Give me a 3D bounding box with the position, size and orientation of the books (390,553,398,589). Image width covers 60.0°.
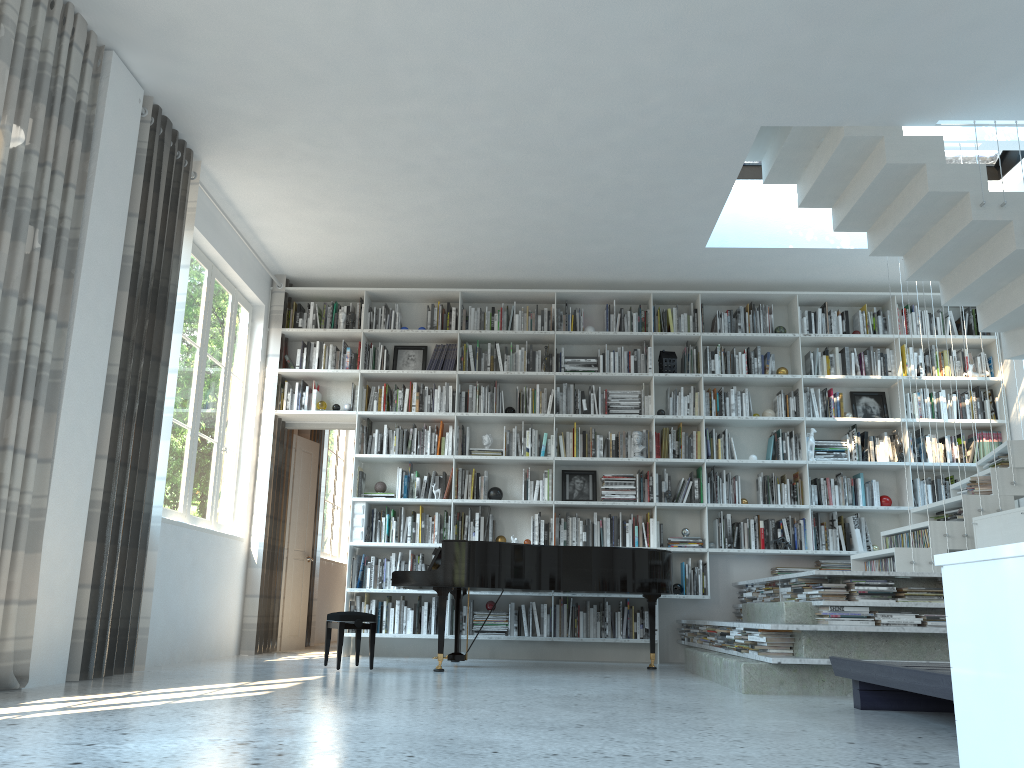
[{"bbox_3d":[-0.989,1.574,7.438,0.027,0.298,0.142,1,-14,2],"label":"books"}]

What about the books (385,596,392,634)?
[{"bbox_3d":[-1.023,1.908,7.339,0.013,0.299,0.184,1,-14,2],"label":"books"}]

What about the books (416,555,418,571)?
[{"bbox_3d":[-0.793,1.586,7.437,0.013,0.283,0.139,1,-14,2],"label":"books"}]

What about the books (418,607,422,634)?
[{"bbox_3d":[-0.752,1.959,7.341,0.024,0.213,0.137,1,-14,2],"label":"books"}]

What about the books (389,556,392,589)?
[{"bbox_3d":[-1.009,1.588,7.442,0.013,0.273,0.146,1,-14,2],"label":"books"}]

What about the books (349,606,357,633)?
[{"bbox_3d":[-1.315,1.950,7.357,0.023,0.215,0.159,1,-14,2],"label":"books"}]

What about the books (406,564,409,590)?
[{"bbox_3d":[-0.861,1.619,7.422,0.013,0.208,0.155,1,-14,2],"label":"books"}]

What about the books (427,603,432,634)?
[{"bbox_3d":[-0.671,1.937,7.353,0.040,0.263,0.138,1,-14,2],"label":"books"}]

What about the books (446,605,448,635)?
[{"bbox_3d":[-0.518,1.942,7.295,0.017,0.232,0.213,1,-14,2],"label":"books"}]

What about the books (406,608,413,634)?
[{"bbox_3d":[-0.846,1.955,7.321,0.028,0.205,0.171,1,-14,2],"label":"books"}]

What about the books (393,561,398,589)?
[{"bbox_3d":[-0.971,1.607,7.432,0.012,0.232,0.149,1,-14,2],"label":"books"}]

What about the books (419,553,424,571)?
[{"bbox_3d":[-0.758,1.574,7.421,0.013,0.300,0.173,1,-14,2],"label":"books"}]

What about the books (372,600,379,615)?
[{"bbox_3d":[-1.134,1.923,7.339,0.023,0.265,0.177,1,-14,2],"label":"books"}]

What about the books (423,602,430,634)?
[{"bbox_3d":[-0.705,1.935,7.330,0.027,0.255,0.179,1,-14,2],"label":"books"}]

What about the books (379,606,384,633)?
[{"bbox_3d":[-1.068,1.948,7.340,0.022,0.220,0.163,1,-14,2],"label":"books"}]

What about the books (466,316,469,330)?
[{"bbox_3d":[-0.396,-0.501,7.933,0.024,0.182,0.133,1,-14,2],"label":"books"}]

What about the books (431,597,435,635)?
[{"bbox_3d":[-0.640,1.915,7.327,0.021,0.295,0.188,1,-14,2],"label":"books"}]

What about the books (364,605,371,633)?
[{"bbox_3d":[-1.192,1.943,7.342,0.022,0.225,0.155,1,-14,2],"label":"books"}]

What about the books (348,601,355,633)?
[{"bbox_3d":[-1.332,1.931,7.362,0.012,0.253,0.161,1,-14,2],"label":"books"}]

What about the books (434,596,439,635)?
[{"bbox_3d":[-0.624,1.911,7.325,0.012,0.303,0.166,1,-14,2],"label":"books"}]

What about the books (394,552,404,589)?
[{"bbox_3d":[-0.945,1.566,7.420,0.039,0.306,0.172,1,-14,2],"label":"books"}]

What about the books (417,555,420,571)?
[{"bbox_3d":[-0.776,1.580,7.425,0.022,0.290,0.138,1,-14,2],"label":"books"}]

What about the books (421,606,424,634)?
[{"bbox_3d":[-0.730,1.951,7.330,0.022,0.224,0.141,1,-14,2],"label":"books"}]

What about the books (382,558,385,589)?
[{"bbox_3d":[-1.061,1.589,7.415,0.013,0.256,0.190,1,-14,2],"label":"books"}]

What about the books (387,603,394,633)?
[{"bbox_3d":[-1.005,1.939,7.353,0.022,0.246,0.135,1,-14,2],"label":"books"}]

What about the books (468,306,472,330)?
[{"bbox_3d":[-0.372,-0.545,7.953,0.021,0.278,0.141,1,-14,2],"label":"books"}]

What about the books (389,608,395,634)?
[{"bbox_3d":[-0.980,1.955,7.322,0.030,0.201,0.168,1,-14,2],"label":"books"}]

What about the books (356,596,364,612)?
[{"bbox_3d":[-1.259,1.910,7.353,0.044,0.293,0.181,1,-14,2],"label":"books"}]

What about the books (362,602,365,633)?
[{"bbox_3d":[-1.225,1.935,7.353,0.024,0.246,0.143,1,-14,2],"label":"books"}]

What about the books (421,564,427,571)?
[{"bbox_3d":[-0.723,1.616,7.412,0.059,0.215,0.178,1,-14,2],"label":"books"}]

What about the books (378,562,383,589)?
[{"bbox_3d":[-1.082,1.604,7.410,0.028,0.222,0.189,1,-14,2],"label":"books"}]

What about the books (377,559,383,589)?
[{"bbox_3d":[-1.105,1.600,7.446,0.022,0.247,0.134,1,-14,2],"label":"books"}]

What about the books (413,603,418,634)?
[{"bbox_3d":[-0.789,1.936,7.318,0.023,0.243,0.188,1,-14,2],"label":"books"}]

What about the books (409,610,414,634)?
[{"bbox_3d":[-0.817,1.963,7.312,0.031,0.187,0.190,1,-14,2],"label":"books"}]

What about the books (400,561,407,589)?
[{"bbox_3d":[-0.911,1.605,7.431,0.031,0.238,0.132,1,-14,2],"label":"books"}]

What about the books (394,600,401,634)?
[{"bbox_3d":[-0.935,1.926,7.333,0.031,0.265,0.187,1,-14,2],"label":"books"}]

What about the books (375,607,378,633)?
[{"bbox_3d":[-1.112,1.957,7.346,0.022,0.205,0.159,1,-14,2],"label":"books"}]

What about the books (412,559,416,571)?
[{"bbox_3d":[-0.814,1.599,7.431,0.029,0.254,0.153,1,-14,2],"label":"books"}]

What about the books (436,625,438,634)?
[{"bbox_3d":[-0.585,1.940,7.340,0.065,0.255,0.156,1,-14,2],"label":"books"}]

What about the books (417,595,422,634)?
[{"bbox_3d":[-0.770,1.912,7.355,0.013,0.309,0.131,1,-14,2],"label":"books"}]

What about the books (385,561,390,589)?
[{"bbox_3d":[-1.031,1.605,7.419,0.028,0.228,0.158,1,-14,2],"label":"books"}]

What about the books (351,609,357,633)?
[{"bbox_3d":[-1.290,1.956,7.327,0.029,0.190,0.177,1,-14,2],"label":"books"}]

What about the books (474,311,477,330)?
[{"bbox_3d":[-0.320,-0.521,7.922,0.023,0.219,0.182,1,-14,2],"label":"books"}]

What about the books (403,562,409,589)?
[{"bbox_3d":[-0.882,1.611,7.425,0.028,0.224,0.134,1,-14,2],"label":"books"}]

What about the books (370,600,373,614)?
[{"bbox_3d":[-1.153,1.924,7.333,0.013,0.261,0.174,1,-14,2],"label":"books"}]

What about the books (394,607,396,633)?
[{"bbox_3d":[-0.957,1.959,7.352,0.014,0.210,0.146,1,-14,2],"label":"books"}]

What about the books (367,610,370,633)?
[{"bbox_3d":[-1.170,1.965,7.343,0.022,0.185,0.145,1,-14,2],"label":"books"}]

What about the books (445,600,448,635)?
[{"bbox_3d":[-0.539,1.931,7.342,0.027,0.275,0.144,1,-14,2],"label":"books"}]

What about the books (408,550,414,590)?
[{"bbox_3d":[-0.847,1.558,7.415,0.014,0.324,0.171,1,-14,2],"label":"books"}]

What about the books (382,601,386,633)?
[{"bbox_3d":[-1.043,1.933,7.349,0.027,0.256,0.160,1,-14,2],"label":"books"}]

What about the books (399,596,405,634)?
[{"bbox_3d":[-0.912,1.912,7.354,0.014,0.303,0.140,1,-14,2],"label":"books"}]

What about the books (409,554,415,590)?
[{"bbox_3d":[-0.835,1.575,7.419,0.012,0.294,0.177,1,-14,2],"label":"books"}]

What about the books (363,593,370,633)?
[{"bbox_3d":[-1.207,1.900,7.359,0.011,0.317,0.158,1,-14,2],"label":"books"}]

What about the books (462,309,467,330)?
[{"bbox_3d":[-0.423,-0.531,7.926,0.029,0.237,0.156,1,-14,2],"label":"books"}]

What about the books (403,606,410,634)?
[{"bbox_3d":[-0.871,1.950,7.325,0.021,0.217,0.191,1,-14,2],"label":"books"}]

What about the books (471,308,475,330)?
[{"bbox_3d":[-0.347,-0.537,7.931,0.031,0.254,0.146,1,-14,2],"label":"books"}]

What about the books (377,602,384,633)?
[{"bbox_3d":[-1.090,1.935,7.355,0.022,0.251,0.140,1,-14,2],"label":"books"}]

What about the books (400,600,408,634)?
[{"bbox_3d":[-0.894,1.926,7.331,0.025,0.265,0.160,1,-14,2],"label":"books"}]

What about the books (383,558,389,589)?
[{"bbox_3d":[-1.050,1.590,7.410,0.010,0.252,0.178,1,-14,2],"label":"books"}]

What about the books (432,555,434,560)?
[{"bbox_3d":[-0.651,1.584,7.427,0.025,0.287,0.131,1,-14,2],"label":"books"}]
